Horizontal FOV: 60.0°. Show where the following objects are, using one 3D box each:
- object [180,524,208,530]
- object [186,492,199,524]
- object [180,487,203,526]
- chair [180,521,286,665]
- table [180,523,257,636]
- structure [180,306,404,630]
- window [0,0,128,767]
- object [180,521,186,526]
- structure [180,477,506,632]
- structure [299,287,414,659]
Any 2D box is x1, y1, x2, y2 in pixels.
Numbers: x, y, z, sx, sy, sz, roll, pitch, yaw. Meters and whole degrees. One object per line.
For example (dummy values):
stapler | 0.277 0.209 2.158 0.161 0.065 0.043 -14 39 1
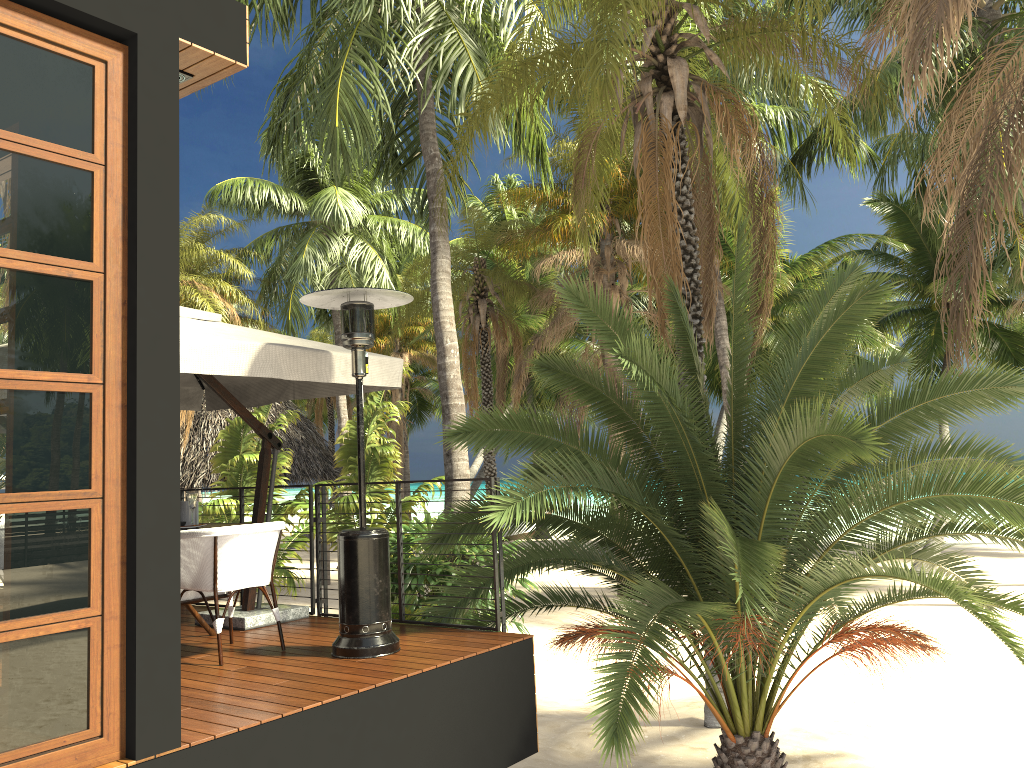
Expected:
object | -2.112 0.930 5.767 0.170 0.025 0.294 -6 -7 35
object | -2.140 0.843 5.939 0.082 0.227 0.082 -7 -8 36
object | -2.299 0.854 6.140 0.263 0.264 0.263 -2 -6 -9
chair | -1.733 1.253 5.433 0.616 0.790 0.627 -7 -7 36
table | -2.380 1.347 5.928 0.930 0.751 0.931 -7 -7 35
structure | -2.423 0.574 6.119 2.411 2.337 2.411 -7 -7 35
window | -19.965 -6.015 11.344 38.405 18.001 14.463 -4 -6 13
object | -2.210 0.939 5.901 0.080 0.042 0.080 -5 -6 27
structure | -10.742 2.385 13.342 26.238 1.156 0.163 -6 -7 35
structure | -0.917 0.503 5.401 0.699 2.197 0.698 -5 -7 23
